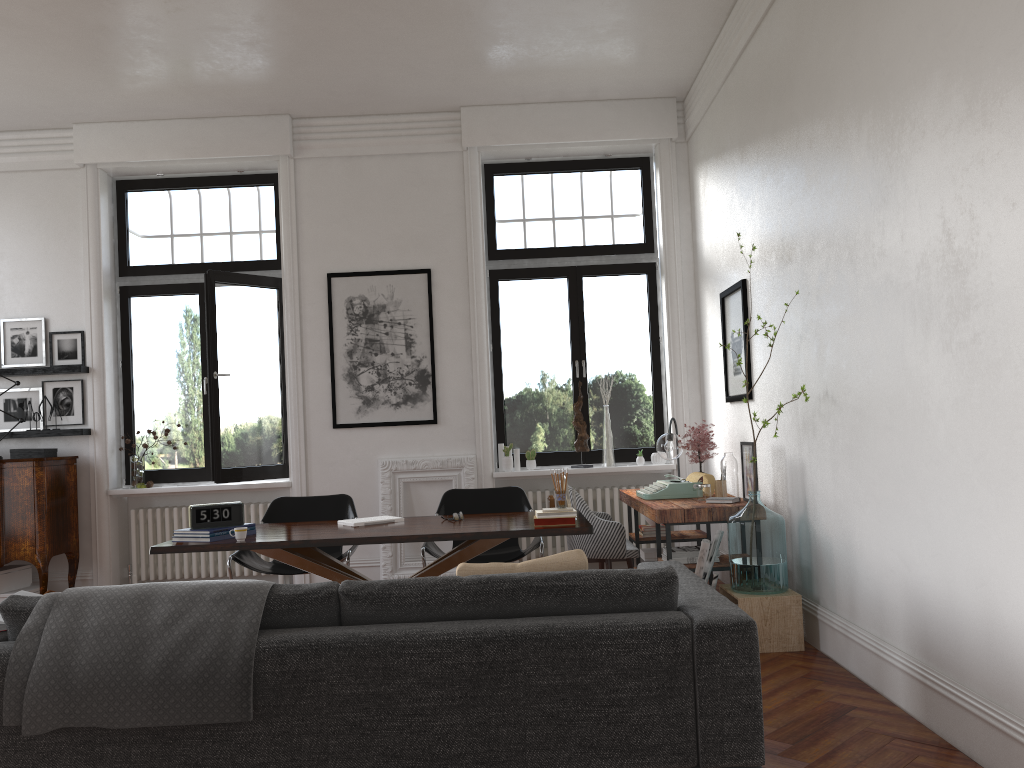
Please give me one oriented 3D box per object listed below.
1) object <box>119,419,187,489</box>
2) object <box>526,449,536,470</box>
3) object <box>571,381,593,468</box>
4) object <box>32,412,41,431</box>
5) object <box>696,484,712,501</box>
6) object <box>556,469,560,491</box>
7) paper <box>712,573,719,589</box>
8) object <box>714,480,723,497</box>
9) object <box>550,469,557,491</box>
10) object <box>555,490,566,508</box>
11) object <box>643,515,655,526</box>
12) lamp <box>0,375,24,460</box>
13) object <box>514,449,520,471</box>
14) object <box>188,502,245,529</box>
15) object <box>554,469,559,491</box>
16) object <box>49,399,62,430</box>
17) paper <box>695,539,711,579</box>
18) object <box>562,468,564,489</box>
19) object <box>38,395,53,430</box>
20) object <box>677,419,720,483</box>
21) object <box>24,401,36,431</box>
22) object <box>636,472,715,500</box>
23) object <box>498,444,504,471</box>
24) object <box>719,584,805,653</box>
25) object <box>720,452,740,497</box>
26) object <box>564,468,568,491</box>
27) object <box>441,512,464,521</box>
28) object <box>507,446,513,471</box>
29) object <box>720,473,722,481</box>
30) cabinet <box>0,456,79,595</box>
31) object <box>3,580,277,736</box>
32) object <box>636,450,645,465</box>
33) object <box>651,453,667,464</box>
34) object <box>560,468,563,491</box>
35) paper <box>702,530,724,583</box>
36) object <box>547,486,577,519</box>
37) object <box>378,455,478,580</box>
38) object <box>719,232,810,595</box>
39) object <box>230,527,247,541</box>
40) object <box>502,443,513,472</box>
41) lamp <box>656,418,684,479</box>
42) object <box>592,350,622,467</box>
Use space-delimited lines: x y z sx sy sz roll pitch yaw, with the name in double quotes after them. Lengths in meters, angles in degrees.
-3.090 0.593 7.658 0.541 0.599 0.317 -1 -2 -29 "object"
0.167 0.651 7.672 0.097 0.185 0.099 -3 -2 23 "object"
0.585 0.349 7.620 0.165 0.753 0.143 -4 -2 42 "object"
-3.968 0.314 7.401 0.066 0.160 0.040 -3 -2 0 "object"
1.245 0.701 5.749 0.093 0.101 0.093 -2 -2 -9 "object"
0.250 0.545 4.678 0.008 0.193 0.049 -3 -2 23 "object"
1.131 1.279 5.082 0.126 0.388 0.026 -3 -2 22 "paper"
1.386 0.697 5.894 0.058 0.113 0.075 -3 -2 0 "object"
0.230 0.547 4.705 0.049 0.193 0.008 -3 -2 4 "object"
0.261 0.612 4.703 0.058 0.091 0.058 -2 -2 -13 "object"
1.092 1.030 6.790 0.173 0.110 0.173 -5 -3 36 "object"
-4.264 0.226 7.243 0.491 0.802 0.174 -1 -2 -36 "lamp"
0.043 0.652 7.623 0.051 0.188 0.051 -4 -2 35 "object"
-1.568 0.699 4.712 0.275 0.125 0.082 -1 -3 -27 "object"
0.242 0.548 4.729 0.008 0.193 0.049 -2 -2 -31 "object"
-3.841 0.261 7.466 0.110 0.262 0.040 -3 -2 0 "object"
1.025 1.161 4.967 0.047 0.609 0.330 -2 -2 -20 "paper"
0.271 0.544 4.728 0.008 0.195 0.032 -4 -2 44 "object"
-3.911 0.244 7.439 0.118 0.298 0.040 -3 -2 0 "object"
1.374 0.520 6.513 0.290 0.528 0.308 -5 -3 45 "object"
-4.039 0.268 7.429 0.124 0.260 0.040 -3 -2 0 "object"
1.119 0.700 6.170 0.484 0.148 0.535 -3 -3 -2 "object"
-0.090 0.636 7.666 0.051 0.238 0.051 -4 -2 35 "object"
1.394 1.313 4.980 0.341 0.316 0.435 -3 -3 0 "object"
1.393 0.590 5.666 0.112 0.302 0.111 -4 -2 36 "object"
0.283 0.543 4.694 0.044 0.194 0.008 -4 -2 30 "object"
-0.329 0.763 5.125 0.114 0.047 0.133 0 -4 -37 "object"
-0.024 0.644 7.646 0.051 0.213 0.051 -4 -2 35 "object"
1.395 0.648 5.911 0.054 0.207 0.008 -1 -2 -35 "object"
-4.225 1.221 7.095 1.266 1.217 0.641 -3 -2 0 "cabinet"
-1.158 0.847 2.835 0.752 0.387 0.400 -3 -2 0 "object"
1.100 0.631 7.605 0.072 0.134 0.072 -4 -2 25 "object"
1.273 0.645 7.689 0.134 0.097 0.132 -1 -3 -30 "object"
0.263 0.542 4.678 0.008 0.195 0.037 -3 -2 12 "object"
1.107 1.168 5.153 0.294 0.625 0.048 -2 -2 -8 "paper"
0.277 0.666 4.965 0.150 0.166 0.228 -3 -3 0 "object"
-0.692 1.143 7.388 0.830 1.061 0.234 -3 -2 0 "object"
1.414 0.120 4.846 0.353 2.056 0.808 -2 -2 -19 "object"
-1.398 0.771 4.550 0.082 0.065 0.064 -4 -3 20 "object"
-0.038 0.626 7.561 0.102 0.244 0.098 -2 -2 -23 "object"
1.235 0.530 6.767 0.208 0.549 0.442 -3 -2 23 "lamp"
0.856 0.186 7.601 0.296 1.053 0.290 -3 -2 3 "object"
